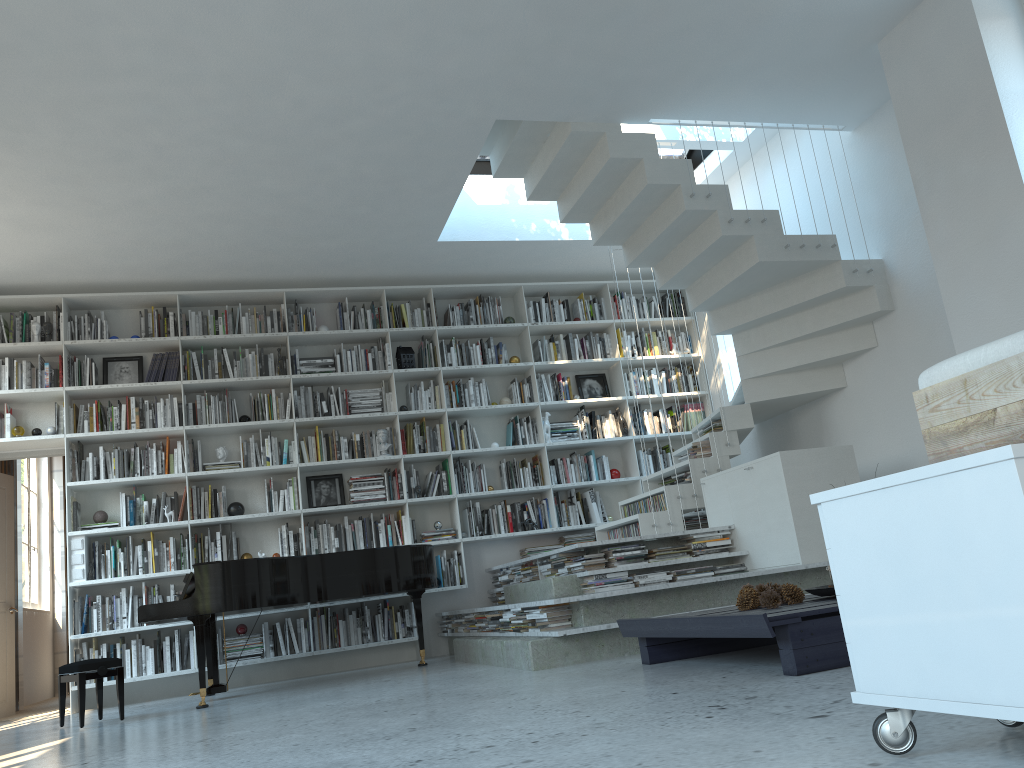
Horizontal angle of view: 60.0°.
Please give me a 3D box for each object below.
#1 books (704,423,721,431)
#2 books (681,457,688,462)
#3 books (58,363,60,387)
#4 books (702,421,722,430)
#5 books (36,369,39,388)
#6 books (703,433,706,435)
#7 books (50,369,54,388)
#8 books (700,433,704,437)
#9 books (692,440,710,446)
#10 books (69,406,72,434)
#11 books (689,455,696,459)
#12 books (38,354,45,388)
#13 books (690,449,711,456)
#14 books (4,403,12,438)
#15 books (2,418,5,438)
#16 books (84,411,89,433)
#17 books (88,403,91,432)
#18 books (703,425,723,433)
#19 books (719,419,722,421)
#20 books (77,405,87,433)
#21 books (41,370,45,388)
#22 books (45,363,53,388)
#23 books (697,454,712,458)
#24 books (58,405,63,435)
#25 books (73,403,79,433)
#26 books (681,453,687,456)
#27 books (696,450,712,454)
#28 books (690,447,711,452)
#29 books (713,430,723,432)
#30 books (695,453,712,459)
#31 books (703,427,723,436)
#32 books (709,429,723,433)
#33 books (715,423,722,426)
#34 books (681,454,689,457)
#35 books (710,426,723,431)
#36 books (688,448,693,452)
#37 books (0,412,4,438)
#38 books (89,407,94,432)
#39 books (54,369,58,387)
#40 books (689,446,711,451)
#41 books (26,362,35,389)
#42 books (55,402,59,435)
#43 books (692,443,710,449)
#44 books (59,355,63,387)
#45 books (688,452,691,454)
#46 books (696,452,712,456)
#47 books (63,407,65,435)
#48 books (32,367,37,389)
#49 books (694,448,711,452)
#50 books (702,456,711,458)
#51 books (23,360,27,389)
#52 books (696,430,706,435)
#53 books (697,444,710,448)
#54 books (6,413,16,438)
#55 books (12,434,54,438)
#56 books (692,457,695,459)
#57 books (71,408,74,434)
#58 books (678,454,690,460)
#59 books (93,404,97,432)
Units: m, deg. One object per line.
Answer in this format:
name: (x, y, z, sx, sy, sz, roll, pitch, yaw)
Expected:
books: (1.626, 0.328, 6.946, 0.174, 0.009, 0.240, -6, -14, -9)
books: (1.488, 0.595, 7.167, 0.149, 0.016, 0.240, -3, -14, -19)
books: (-3.534, -0.028, 6.948, 0.014, 0.235, 0.144, -4, -14, -18)
books: (1.616, 0.318, 6.947, 0.191, 0.013, 0.244, -6, -14, -7)
books: (-3.674, -0.001, 6.902, 0.029, 0.197, 0.144, -4, -14, -18)
books: (1.637, 0.411, 7.232, 0.162, 0.008, 0.290, -8, -14, 1)
books: (-3.577, -0.006, 6.930, 0.029, 0.195, 0.146, -4, -14, -18)
books: (1.635, 0.404, 7.233, 0.168, 0.005, 0.292, -8, -14, 0)
books: (1.479, 0.441, 6.650, 0.234, 0.025, 0.158, -13, -14, 19)
books: (-3.417, 0.311, 6.887, 0.012, 0.253, 0.161, -4, -14, -18)
books: (1.490, 0.546, 6.873, 0.178, 0.035, 0.222, -5, -14, -13)
books: (-3.655, -0.059, 6.897, 0.012, 0.302, 0.189, -4, -14, -18)
books: (1.484, 0.499, 6.626, 0.295, 0.006, 0.147, -12, -14, 16)
books: (-3.833, 0.311, 6.749, 0.013, 0.298, 0.179, -4, -14, -18)
books: (-3.851, 0.369, 6.749, 0.029, 0.191, 0.135, -4, -14, -18)
books: (-3.297, 0.326, 6.892, 0.026, 0.194, 0.176, -4, -14, -18)
books: (-3.288, 0.297, 6.920, 0.010, 0.262, 0.151, -4, -14, -18)
books: (1.625, 0.347, 6.941, 0.176, 0.007, 0.255, -5, -14, -10)
books: (1.642, 0.306, 6.953, 0.134, 0.007, 0.299, -6, -14, -9)
books: (-3.349, 0.304, 6.908, 0.062, 0.257, 0.153, -4, -14, -18)
books: (-3.630, 0.002, 6.905, 0.031, 0.182, 0.151, -4, -14, -18)
books: (-3.599, -0.028, 6.899, 0.029, 0.228, 0.191, -4, -14, -18)
books: (1.494, 0.542, 6.632, 0.215, 0.013, 0.189, -11, -14, 14)
books: (-3.485, 0.310, 6.876, 0.044, 0.268, 0.134, -4, -14, -18)
books: (-3.380, 0.300, 6.882, 0.012, 0.262, 0.180, -4, -14, -18)
books: (1.480, 0.556, 7.175, 0.157, 0.014, 0.181, -3, -14, -19)
books: (1.486, 0.509, 6.624, 0.214, 0.014, 0.138, -10, -14, 9)
books: (1.482, 0.482, 6.630, 0.295, 0.007, 0.146, -11, -14, 12)
books: (1.623, 0.393, 6.929, 0.182, 0.013, 0.288, -7, -14, -4)
books: (1.496, 0.535, 6.645, 0.254, 0.007, 0.189, -10, -14, 9)
books: (1.627, 0.368, 6.936, 0.187, 0.009, 0.261, -6, -14, -8)
books: (1.621, 0.380, 6.932, 0.191, 0.014, 0.244, -7, -14, -5)
books: (1.637, 0.336, 6.945, 0.144, 0.011, 0.257, -5, -14, -11)
books: (1.479, 0.570, 7.171, 0.157, 0.014, 0.181, -2, -15, -21)
books: (1.637, 0.356, 6.940, 0.154, 0.014, 0.197, -7, -14, -5)
books: (1.480, 0.502, 6.898, 0.166, 0.017, 0.191, -4, -14, -15)
books: (-3.867, 0.338, 6.709, 0.021, 0.236, 0.189, -4, -14, -18)
books: (-3.265, 0.310, 6.918, 0.030, 0.229, 0.172, -4, -14, -18)
books: (-3.546, -0.008, 6.924, 0.026, 0.187, 0.154, -4, -14, -18)
books: (1.481, 0.475, 6.632, 0.295, 0.007, 0.146, -12, -14, 16)
books: (-3.725, -0.030, 6.866, 0.030, 0.250, 0.166, -4, -14, -18)
books: (-3.507, 0.298, 6.850, 0.012, 0.284, 0.160, -4, -14, -18)
books: (1.479, 0.454, 6.639, 0.254, 0.005, 0.161, -11, -14, 14)
books: (-3.522, -0.060, 6.948, 0.014, 0.293, 0.173, -4, -14, -18)
books: (1.482, 0.515, 6.893, 0.218, 0.012, 0.156, -7, -14, -2)
books: (1.491, 0.524, 6.634, 0.222, 0.011, 0.180, -11, -14, 13)
books: (-3.427, 0.315, 6.836, 0.021, 0.224, 0.232, -4, -14, -18)
books: (-3.699, -0.008, 6.888, 0.028, 0.211, 0.139, -4, -14, -18)
books: (1.487, 0.494, 6.643, 0.232, 0.011, 0.172, -12, -14, 18)
books: (1.497, 0.555, 6.635, 0.206, 0.012, 0.183, -10, -14, 9)
books: (-3.752, -0.033, 6.859, 0.025, 0.260, 0.167, -4, -14, -18)
books: (1.626, 0.379, 7.239, 0.190, 0.015, 0.231, -7, -14, -4)
books: (1.484, 0.467, 6.651, 0.184, 0.016, 0.179, -10, -14, 10)
books: (-3.803, 0.348, 6.733, 0.029, 0.210, 0.187, -4, -14, -18)
books: (-3.642, 0.417, 6.786, 0.285, 0.012, 0.160, -4, -14, -16)
books: (1.492, 0.567, 6.873, 0.188, 0.005, 0.182, -3, -14, -17)
books: (-3.397, 0.318, 6.881, 0.022, 0.232, 0.151, -4, -14, -18)
books: (1.470, 0.583, 7.165, 0.173, 0.011, 0.204, -2, -15, -22)
books: (-3.245, 0.298, 6.926, 0.014, 0.252, 0.187, -4, -14, -18)
